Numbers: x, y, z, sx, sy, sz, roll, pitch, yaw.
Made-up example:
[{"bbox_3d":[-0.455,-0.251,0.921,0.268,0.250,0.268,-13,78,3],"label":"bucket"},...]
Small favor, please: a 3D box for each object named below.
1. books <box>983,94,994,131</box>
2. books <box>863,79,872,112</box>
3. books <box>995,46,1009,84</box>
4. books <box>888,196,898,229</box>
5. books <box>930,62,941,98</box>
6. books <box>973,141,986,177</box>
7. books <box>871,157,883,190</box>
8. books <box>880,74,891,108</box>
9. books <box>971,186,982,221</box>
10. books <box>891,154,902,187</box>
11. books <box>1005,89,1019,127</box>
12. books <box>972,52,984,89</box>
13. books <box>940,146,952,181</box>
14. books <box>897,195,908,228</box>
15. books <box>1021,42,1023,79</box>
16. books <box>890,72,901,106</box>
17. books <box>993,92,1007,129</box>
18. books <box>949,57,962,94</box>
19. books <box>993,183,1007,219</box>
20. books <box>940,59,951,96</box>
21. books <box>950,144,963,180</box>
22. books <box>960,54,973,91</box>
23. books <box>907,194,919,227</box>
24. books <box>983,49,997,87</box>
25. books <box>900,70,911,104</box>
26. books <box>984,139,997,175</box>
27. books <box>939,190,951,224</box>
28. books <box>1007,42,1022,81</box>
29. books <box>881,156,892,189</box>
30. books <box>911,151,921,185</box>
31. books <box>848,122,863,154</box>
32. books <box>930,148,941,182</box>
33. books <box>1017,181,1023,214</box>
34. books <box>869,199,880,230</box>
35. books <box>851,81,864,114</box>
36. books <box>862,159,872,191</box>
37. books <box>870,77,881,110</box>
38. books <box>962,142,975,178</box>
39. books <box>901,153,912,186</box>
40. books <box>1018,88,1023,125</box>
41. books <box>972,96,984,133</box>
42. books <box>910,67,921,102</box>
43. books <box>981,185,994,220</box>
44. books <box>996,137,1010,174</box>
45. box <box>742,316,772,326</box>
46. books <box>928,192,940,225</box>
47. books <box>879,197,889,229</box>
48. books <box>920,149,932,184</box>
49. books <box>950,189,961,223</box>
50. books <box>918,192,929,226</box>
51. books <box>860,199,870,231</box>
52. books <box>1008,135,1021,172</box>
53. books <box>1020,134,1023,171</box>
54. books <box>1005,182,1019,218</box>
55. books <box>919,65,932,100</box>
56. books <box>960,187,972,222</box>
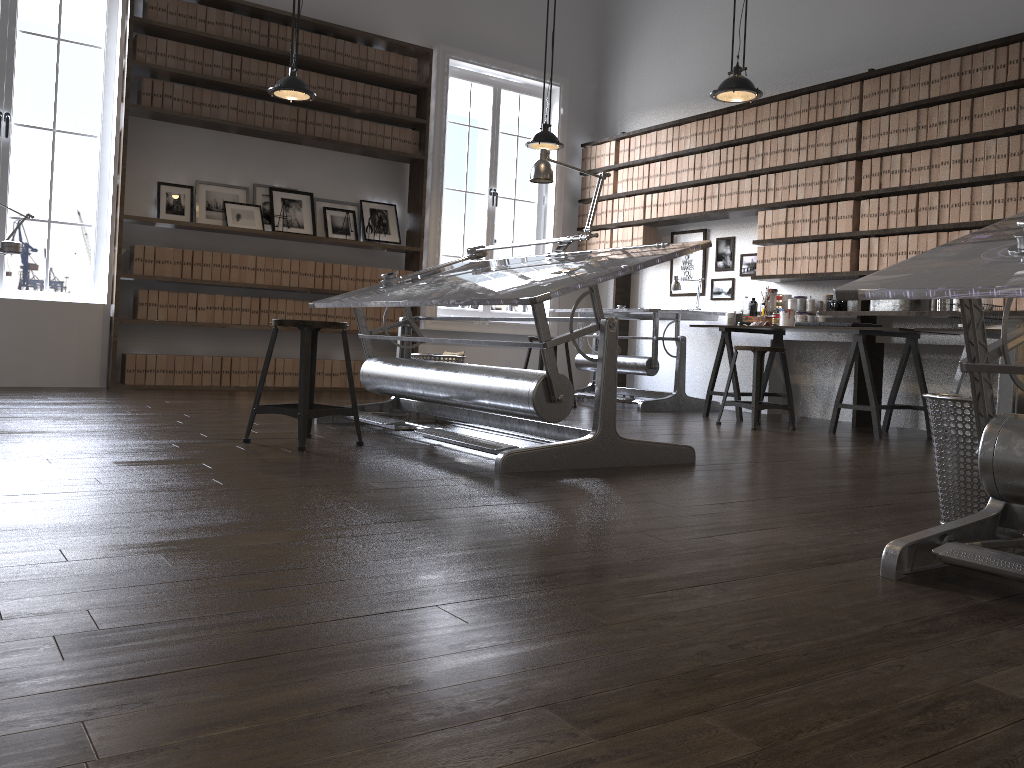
[{"bbox_3d":[2.966,-1.643,5.426,0.174,0.225,0.067,2,0,-34],"label":"books"},{"bbox_3d":[2.508,-1.975,6.122,0.174,0.225,0.067,2,0,-34],"label":"books"},{"bbox_3d":[3.016,-1.916,5.379,0.174,0.226,0.067,2,0,-34],"label":"books"},{"bbox_3d":[2.597,-1.131,5.928,0.174,0.225,0.067,2,0,-34],"label":"books"},{"bbox_3d":[2.783,-1.943,5.716,0.174,0.225,0.067,2,0,-34],"label":"books"},{"bbox_3d":[2.928,-1.371,5.466,0.174,0.226,0.067,2,0,-34],"label":"books"},{"bbox_3d":[2.532,-1.417,6.040,0.174,0.226,0.067,2,0,-34],"label":"books"},{"bbox_3d":[2.581,-1.966,6.008,0.174,0.226,0.067,2,0,-34],"label":"books"},{"bbox_3d":[2.913,-1.094,5.464,0.174,0.225,0.067,2,0,-34],"label":"books"},{"bbox_3d":[2.614,-1.407,5.919,0.174,0.226,0.067,2,0,-34],"label":"books"},{"bbox_3d":[3.039,-1.634,5.311,0.174,0.226,0.067,2,0,-34],"label":"books"},{"bbox_3d":[2.935,-1.925,5.496,0.174,0.226,0.067,2,0,-34],"label":"books"},{"bbox_3d":[2.806,-1.385,5.640,0.174,0.225,0.067,2,0,-34],"label":"books"},{"bbox_3d":[2.636,-1.127,5.875,0.174,0.225,0.067,2,0,-34],"label":"books"},{"bbox_3d":[3.099,-1.906,5.256,0.174,0.225,0.067,2,0,-34],"label":"books"},{"bbox_3d":[2.624,-1.961,5.950,0.174,0.226,0.067,2,0,-34],"label":"books"},{"bbox_3d":[2.998,-1.639,5.371,0.174,0.226,0.067,2,0,-34],"label":"books"},{"bbox_3d":[2.853,-1.934,5.607,0.174,0.226,0.067,2,0,-34],"label":"books"},{"bbox_3d":[2.986,-1.085,5.350,0.174,0.226,0.067,2,0,-34],"label":"books"},{"bbox_3d":[2.819,-1.939,5.665,0.174,0.225,0.067,2,0,-34],"label":"books"},{"bbox_3d":[2.845,-1.380,5.579,0.174,0.226,0.067,2,0,-34],"label":"books"},{"bbox_3d":[2.896,-1.930,5.555,0.174,0.226,0.067,2,0,-34],"label":"books"},{"bbox_3d":[2.673,-1.122,5.811,0.174,0.226,0.067,2,0,-34],"label":"books"},{"bbox_3d":[2.972,-1.920,5.435,0.174,0.226,0.067,2,0,-34],"label":"books"},{"bbox_3d":[2.666,-1.957,5.894,0.174,0.226,0.067,2,0,-34],"label":"books"},{"bbox_3d":[2.964,-1.367,5.406,0.174,0.226,0.067,2,0,-34],"label":"books"},{"bbox_3d":[2.799,-1.108,5.634,0.174,0.226,0.067,2,0,-34],"label":"books"},{"bbox_3d":[3.053,-1.911,5.314,0.174,0.226,0.067,2,0,-34],"label":"books"},{"bbox_3d":[2.578,-1.412,5.981,0.174,0.226,0.067,2,0,-34],"label":"books"},{"bbox_3d":[2.697,-1.398,5.804,0.174,0.226,0.067,2,0,-34],"label":"books"},{"bbox_3d":[2.438,-1.704,6.199,0.174,0.226,0.067,2,0,-34],"label":"books"},{"bbox_3d":[2.772,-1.389,5.693,0.174,0.225,0.067,2,0,-34],"label":"books"},{"bbox_3d":[3.069,-1.076,5.237,0.174,0.226,0.067,2,0,-34],"label":"books"},{"bbox_3d":[2.517,-1.140,6.038,0.174,0.226,0.067,2,0,-34],"label":"books"},{"bbox_3d":[2.455,-1.981,6.193,0.174,0.226,0.067,2,0,-34],"label":"books"},{"bbox_3d":[2.495,-1.422,6.104,0.174,0.225,0.067,2,0,-34],"label":"books"},{"bbox_3d":[2.540,-1.971,6.067,0.174,0.226,0.067,2,0,-34],"label":"books"},{"bbox_3d":[2.888,-1.376,5.523,0.174,0.226,0.067,2,0,-34],"label":"books"},{"bbox_3d":[2.658,-1.403,5.863,0.174,0.226,0.067,2,0,-34],"label":"books"},{"bbox_3d":[3.082,-1.629,5.253,0.174,0.226,0.067,2,0,-34],"label":"books"},{"bbox_3d":[2.931,-1.647,5.481,0.174,0.225,0.067,2,0,-34],"label":"books"},{"bbox_3d":[2.704,-1.952,5.835,0.174,0.226,0.067,2,0,-34],"label":"books"},{"bbox_3d":[2.947,-1.090,5.411,0.174,0.225,0.067,2,0,-34],"label":"books"},{"bbox_3d":[3.002,-1.362,5.344,0.174,0.226,0.067,2,0,-34],"label":"books"},{"bbox_3d":[1.824,-0.457,6.525,0.137,0.083,0.212,1,3,-34],"label":"box"},{"bbox_3d":[2.755,-1.112,5.690,0.174,0.226,0.067,2,0,-34],"label":"books"},{"bbox_3d":[2.558,-1.135,5.978,0.174,0.226,0.067,2,0,-34],"label":"books"},{"bbox_3d":[2.730,-1.394,5.745,0.174,0.226,0.067,2,0,-34],"label":"books"},{"bbox_3d":[2.838,-1.103,5.575,0.174,0.226,0.067,2,0,-34],"label":"books"},{"bbox_3d":[2.719,-1.117,5.752,0.174,0.226,0.067,2,0,-34],"label":"books"},{"bbox_3d":[2.479,-1.145,6.100,0.174,0.226,0.067,2,0,-34],"label":"books"},{"bbox_3d":[3.043,-1.357,5.285,0.174,0.226,0.067,2,0,-34],"label":"books"},{"bbox_3d":[3.082,-1.353,5.235,0.174,0.225,0.067,2,0,-34],"label":"books"},{"bbox_3d":[3.029,-1.081,5.294,0.174,0.226,0.067,2,0,-34],"label":"books"},{"bbox_3d":[2.740,-1.948,5.775,0.174,0.226,0.067,2,0,-34],"label":"books"},{"bbox_3d":[2.871,-1.099,5.516,0.174,0.226,0.067,2,0,-34],"label":"books"}]
